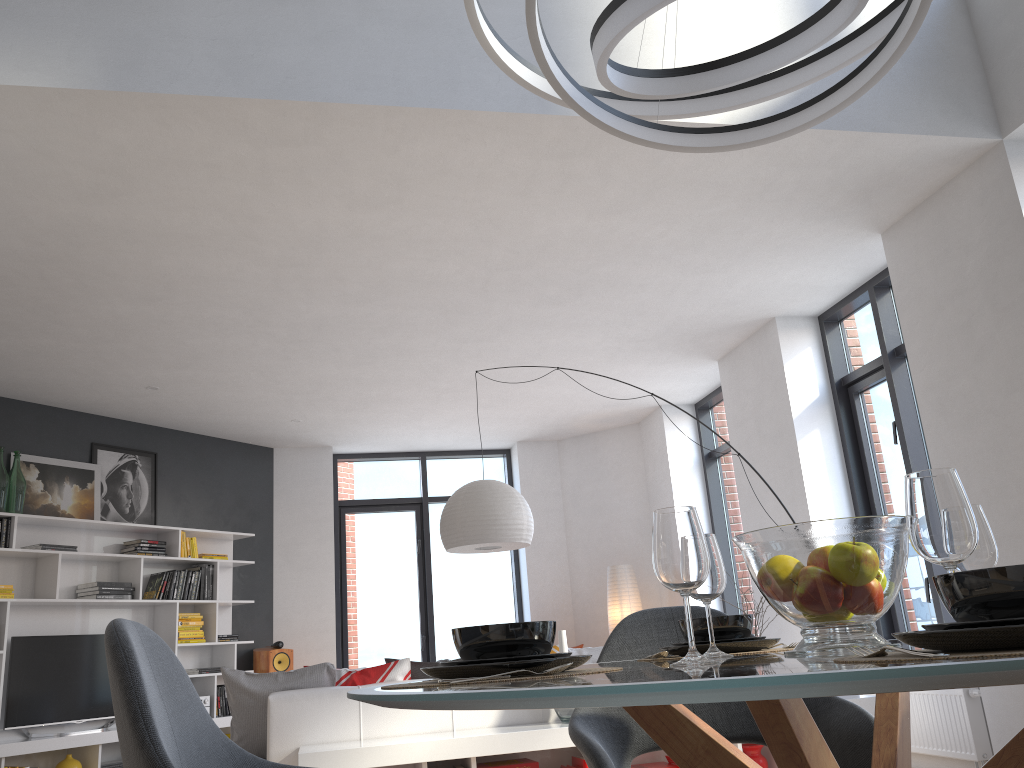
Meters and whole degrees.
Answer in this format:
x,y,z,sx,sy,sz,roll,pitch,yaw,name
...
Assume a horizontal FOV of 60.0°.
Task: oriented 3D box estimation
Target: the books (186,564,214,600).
x,y,z,sx,sy,sz,roll,pitch,yaw,name
-2.738,1.746,7.744,0.259,0.321,0.128,-15,-20,31,books

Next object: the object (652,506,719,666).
x,y,z,sx,sy,sz,roll,pitch,yaw,name
0.250,0.292,1.289,0.083,0.220,0.083,-9,-18,15,object

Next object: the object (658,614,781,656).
x,y,z,sx,sy,sz,roll,pitch,yaw,name
0.440,0.537,1.896,0.258,0.074,0.258,6,-20,-31,object

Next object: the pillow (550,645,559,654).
x,y,z,sx,sy,sz,roll,pitch,yaw,name
0.488,1.743,5.188,0.630,0.440,2.095,-16,-20,32,pillow

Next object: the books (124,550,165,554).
x,y,z,sx,sy,sz,roll,pitch,yaw,name
-3.053,1.407,7.362,0.189,0.020,0.264,-14,-19,29,books

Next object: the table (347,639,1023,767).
x,y,z,sx,sy,sz,roll,pitch,yaw,name
0.537,0.775,1.256,1.499,0.764,1.499,3,-18,-23,table

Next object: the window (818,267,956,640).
x,y,z,sx,sy,sz,roll,pitch,yaw,name
2.543,0.454,5.558,0.170,2.402,1.310,-1,-17,-12,window

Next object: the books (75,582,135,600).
x,y,z,sx,sy,sz,roll,pitch,yaw,name
-3.214,1.651,7.012,0.277,0.137,0.343,-13,-19,26,books

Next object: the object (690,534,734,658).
x,y,z,sx,sy,sz,roll,pitch,yaw,name
0.360,0.393,1.646,0.083,0.220,0.083,10,-22,-39,object

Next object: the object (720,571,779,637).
x,y,z,sx,sy,sz,roll,pitch,yaw,name
1.169,1.127,4.215,0.406,0.744,0.607,-13,-19,26,object

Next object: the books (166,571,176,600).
x,y,z,sx,sy,sz,roll,pitch,yaw,name
-2.891,1.695,7.415,0.172,0.242,0.069,-15,-20,31,books

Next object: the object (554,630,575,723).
x,y,z,sx,sy,sz,roll,pitch,yaw,name
0.329,1.326,4.054,0.316,0.398,0.319,-8,-17,11,object

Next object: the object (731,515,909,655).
x,y,z,sx,sy,sz,roll,pitch,yaw,name
0.497,0.320,1.383,0.278,0.184,0.278,-3,-17,-4,object

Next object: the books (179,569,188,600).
x,y,z,sx,sy,sz,roll,pitch,yaw,name
-2.847,1.716,7.529,0.197,0.260,0.066,-15,-20,31,books

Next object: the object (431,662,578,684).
x,y,z,sx,sy,sz,roll,pitch,yaw,name
-0.013,0.430,1.323,0.206,0.015,0.309,-2,-17,-8,object

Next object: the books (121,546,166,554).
x,y,z,sx,sy,sz,roll,pitch,yaw,name
-3.069,1.387,7.382,0.214,0.030,0.284,-16,-21,34,books

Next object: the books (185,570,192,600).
x,y,z,sx,sy,sz,roll,pitch,yaw,name
-2.820,1.727,7.563,0.192,0.254,0.075,-15,-20,30,books

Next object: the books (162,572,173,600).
x,y,z,sx,sy,sz,roll,pitch,yaw,name
-2.920,1.694,7.392,0.169,0.233,0.081,-15,-20,30,books

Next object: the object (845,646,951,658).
x,y,z,sx,sy,sz,roll,pitch,yaw,name
0.515,0.254,0.885,0.309,0.015,0.206,-4,-17,-3,object

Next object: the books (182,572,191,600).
x,y,z,sx,sy,sz,roll,pitch,yaw,name
-2.810,1.724,7.529,0.172,0.242,0.069,-15,-20,31,books

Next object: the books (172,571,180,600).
x,y,z,sx,sy,sz,roll,pitch,yaw,name
-2.880,1.709,7.465,0.179,0.243,0.068,-14,-20,29,books

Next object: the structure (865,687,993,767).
x,y,z,sx,sy,sz,roll,pitch,yaw,name
2.346,1.946,4.999,0.110,0.460,1.015,-1,-17,-12,structure

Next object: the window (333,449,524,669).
x,y,z,sx,sy,sz,roll,pitch,yaw,name
-0.896,1.907,9.418,1.960,2.402,0.170,-1,-17,-12,window

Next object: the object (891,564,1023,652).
x,y,z,sx,sy,sz,roll,pitch,yaw,name
0.510,0.220,0.877,0.258,0.074,0.258,-7,-17,6,object

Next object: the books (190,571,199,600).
x,y,z,sx,sy,sz,roll,pitch,yaw,name
-2.783,1.742,7.614,0.191,0.249,0.084,-15,-20,31,books

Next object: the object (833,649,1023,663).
x,y,z,sx,sy,sz,roll,pitch,yaw,name
0.506,0.260,0.877,0.360,0.002,0.360,8,-21,-36,object

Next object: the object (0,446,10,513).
x,y,z,sx,sy,sz,roll,pitch,yaw,name
-3.749,0.702,6.463,0.157,0.507,0.157,11,-23,-42,object

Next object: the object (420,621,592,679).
x,y,z,sx,sy,sz,roll,pitch,yaw,name
-0.009,0.403,1.339,0.258,0.074,0.258,6,-20,-31,object

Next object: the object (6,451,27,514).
x,y,z,sx,sy,sz,roll,pitch,yaw,name
-3.711,0.746,6.618,0.157,0.507,0.157,11,-23,-42,object

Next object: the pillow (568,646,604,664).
x,y,z,sx,sy,sz,roll,pitch,yaw,name
0.630,1.798,5.469,0.580,0.456,2.156,-8,-17,12,pillow

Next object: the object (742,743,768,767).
x,y,z,sx,sy,sz,roll,pitch,yaw,name
1.094,1.758,3.985,0.125,0.258,0.125,7,-21,-34,object

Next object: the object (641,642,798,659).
x,y,z,sx,sy,sz,roll,pitch,yaw,name
0.435,0.563,1.875,0.309,0.015,0.206,-2,-17,-8,object

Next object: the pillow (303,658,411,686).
x,y,z,sx,sy,sz,roll,pitch,yaw,name
0.082,1.596,4.565,2.250,0.449,0.575,0,-18,-15,pillow

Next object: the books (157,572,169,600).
x,y,z,sx,sy,sz,roll,pitch,yaw,name
-2.949,1.691,7.374,0.187,0.234,0.096,-15,-20,31,books

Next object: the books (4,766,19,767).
x,y,z,sx,sy,sz,roll,pitch,yaw,name
-3.395,2.724,5.989,0.202,0.267,0.038,-15,-20,31,books

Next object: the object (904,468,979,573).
x,y,z,sx,sy,sz,roll,pitch,yaw,name
0.562,0.222,1.142,0.083,0.220,0.083,-17,-21,36,object

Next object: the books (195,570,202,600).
x,y,z,sx,sy,sz,roll,pitch,yaw,name
-2.766,1.744,7.643,0.197,0.260,0.066,-15,-20,31,books

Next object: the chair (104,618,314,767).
x,y,z,sx,sy,sz,roll,pitch,yaw,name
-0.215,0.747,1.158,0.619,0.891,0.655,-1,-17,-11,chair

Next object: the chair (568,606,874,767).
x,y,z,sx,sy,sz,roll,pitch,yaw,name
0.467,0.907,1.860,0.655,0.891,0.619,-3,-17,-6,chair

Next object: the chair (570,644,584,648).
x,y,z,sx,sy,sz,roll,pitch,yaw,name
0.332,2.853,8.132,0.896,0.858,0.843,-10,-18,18,chair

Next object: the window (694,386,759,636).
x,y,z,sx,sy,sz,roll,pitch,yaw,name
2.081,1.147,7.703,0.170,2.402,1.310,-1,-17,-12,window

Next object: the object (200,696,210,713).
x,y,z,sx,sy,sz,roll,pitch,yaw,name
-2.696,2.684,7.328,0.270,0.174,0.285,-15,-20,31,object

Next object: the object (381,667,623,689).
x,y,z,sx,sy,sz,roll,pitch,yaw,name
-0.015,0.439,1.327,0.360,0.002,0.360,8,-21,-36,object

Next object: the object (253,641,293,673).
x,y,z,sx,sy,sz,roll,pitch,yaw,name
-2.182,2.893,7.998,0.290,1.088,0.434,11,-23,-41,object

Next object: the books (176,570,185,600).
x,y,z,sx,sy,sz,roll,pitch,yaw,name
-2.864,1.713,7.499,0.191,0.249,0.084,-15,-20,31,books

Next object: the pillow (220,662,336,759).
x,y,z,sx,sy,sz,roll,pitch,yaw,name
-0.081,1.668,4.863,2.953,0.453,0.647,3,-19,-24,pillow

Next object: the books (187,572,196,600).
x,y,z,sx,sy,sz,roll,pitch,yaw,name
-2.795,1.734,7.576,0.179,0.243,0.071,-14,-20,30,books

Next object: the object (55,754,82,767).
x,y,z,sx,sy,sz,roll,pitch,yaw,name
-3.170,2.783,6.329,0.185,0.257,0.185,-7,-17,9,object

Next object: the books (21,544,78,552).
x,y,z,sx,sy,sz,roll,pitch,yaw,name
-3.493,1.253,6.690,0.250,0.047,0.310,-13,-19,26,books

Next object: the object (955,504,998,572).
x,y,z,sx,sy,sz,roll,pitch,yaw,name
0.800,0.322,1.531,0.083,0.220,0.083,-17,-21,36,object

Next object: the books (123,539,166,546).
x,y,z,sx,sy,sz,roll,pitch,yaw,name
-3.060,1.332,7.390,0.209,0.030,0.266,-12,-19,24,books

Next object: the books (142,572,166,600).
x,y,z,sx,sy,sz,roll,pitch,yaw,name
-2.964,1.682,7.344,0.182,0.234,0.104,-15,-20,31,books

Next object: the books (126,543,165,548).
x,y,z,sx,sy,sz,roll,pitch,yaw,name
-3.047,1.355,7.379,0.180,0.026,0.246,-16,-20,33,books

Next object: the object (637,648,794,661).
x,y,z,sx,sy,sz,roll,pitch,yaw,name
0.445,0.570,1.874,0.360,0.002,0.360,-14,-19,28,object

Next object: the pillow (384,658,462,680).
x,y,z,sx,sy,sz,roll,pitch,yaw,name
0.398,1.569,4.650,2.120,0.436,0.608,1,-18,-16,pillow

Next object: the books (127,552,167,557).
x,y,z,sx,sy,sz,roll,pitch,yaw,name
-3.047,1.430,7.354,0.214,0.030,0.284,-16,-21,34,books
